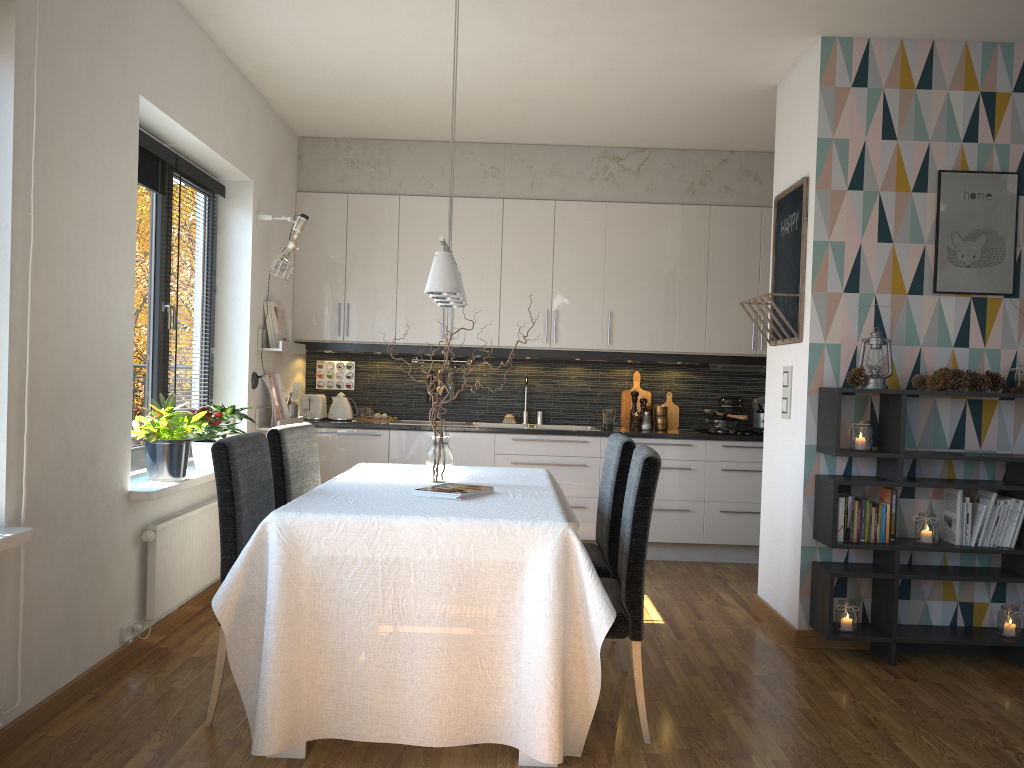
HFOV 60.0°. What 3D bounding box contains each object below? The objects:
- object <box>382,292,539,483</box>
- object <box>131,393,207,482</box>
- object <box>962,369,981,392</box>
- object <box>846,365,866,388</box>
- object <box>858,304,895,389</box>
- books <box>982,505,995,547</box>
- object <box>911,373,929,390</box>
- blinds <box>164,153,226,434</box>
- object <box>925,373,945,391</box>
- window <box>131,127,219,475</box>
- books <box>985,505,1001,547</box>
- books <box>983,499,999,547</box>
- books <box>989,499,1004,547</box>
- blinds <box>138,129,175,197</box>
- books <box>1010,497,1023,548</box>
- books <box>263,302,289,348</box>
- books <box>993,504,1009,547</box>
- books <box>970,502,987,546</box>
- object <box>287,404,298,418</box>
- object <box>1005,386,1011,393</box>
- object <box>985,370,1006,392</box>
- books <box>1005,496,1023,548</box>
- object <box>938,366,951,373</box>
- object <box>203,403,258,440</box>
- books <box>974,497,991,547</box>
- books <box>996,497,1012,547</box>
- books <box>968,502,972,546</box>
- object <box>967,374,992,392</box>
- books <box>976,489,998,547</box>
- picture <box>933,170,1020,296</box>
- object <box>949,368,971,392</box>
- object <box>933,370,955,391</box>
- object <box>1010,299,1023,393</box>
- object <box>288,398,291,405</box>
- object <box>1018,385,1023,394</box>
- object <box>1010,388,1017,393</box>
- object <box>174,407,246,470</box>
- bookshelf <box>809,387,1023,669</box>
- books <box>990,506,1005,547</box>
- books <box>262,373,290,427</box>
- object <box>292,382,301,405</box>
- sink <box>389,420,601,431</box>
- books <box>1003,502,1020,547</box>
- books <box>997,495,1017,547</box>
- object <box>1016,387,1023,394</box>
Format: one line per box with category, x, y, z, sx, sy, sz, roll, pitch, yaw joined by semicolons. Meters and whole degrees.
object;-0.243;0.010;3.614;0.615;0.785;0.403;1;1;-25
object;-1.533;0.231;3.931;0.299;0.385;0.333;2;1;15
object;2.064;-0.016;3.989;0.097;0.102;0.099;1;1;-30
object;1.514;-0.035;3.900;0.086;0.101;0.078;2;1;14
object;1.616;-0.170;3.928;0.154;0.383;0.163;2;1;16
books;2.090;0.623;3.951;0.058;0.185;0.119;2;1;0
object;1.821;-0.008;3.935;0.078;0.084;0.098;2;1;0
blinds;-1.672;-0.416;4.688;0.049;1.423;0.710;2;1;0
object;1.845;-0.008;3.868;0.082;0.085;0.082;2;1;15
window;-1.712;-0.371;4.303;0.119;1.588;1.561;2;1;0
books;2.112;0.624;3.944;0.058;0.185;0.119;2;1;0
books;2.105;0.611;3.962;0.067;0.210;0.135;2;1;0
books;2.125;0.613;3.950;0.063;0.207;0.118;2;1;0
blinds;-1.653;-1.007;3.930;0.049;0.229;0.710;2;0;0
books;2.221;0.615;3.941;0.067;0.210;0.135;2;1;0
books;-1.447;-0.354;5.522;0.109;0.299;0.364;2;1;0
books;2.144;0.622;3.952;0.063;0.192;0.124;2;1;0
books;2.051;0.622;3.946;0.058;0.184;0.119;2;1;0
object;-1.445;0.195;5.761;0.103;0.124;0.103;2;1;-2
object;2.229;0.027;3.978;0.035;0.035;0.030;2;1;-27
object;2.143;-0.014;3.939;0.092;0.100;0.083;2;1;25
books;2.209;0.614;3.954;0.067;0.210;0.135;2;1;0
object;1.948;-0.027;3.990;0.090;0.106;0.097;2;1;21
object;-1.559;0.260;4.813;0.354;0.316;0.292;2;1;-9
books;2.065;0.610;3.943;0.063;0.207;0.118;2;1;0
books;2.159;0.613;3.962;0.067;0.210;0.135;2;1;0
books;2.018;0.618;3.964;0.010;0.189;0.119;2;1;0
object;2.062;-0.002;3.921;0.106;0.086;0.091;2;1;14
books;2.085;0.595;3.950;0.081;0.242;0.130;2;1;0
picture;2.114;-0.687;4.037;0.365;0.559;0.014;2;1;0
object;1.971;-0.018;3.917;0.108;0.108;0.094;1;1;-32
object;1.898;-0.014;3.923;0.110;0.101;0.114;2;1;-18
object;2.428;-0.211;3.850;0.298;0.522;0.426;2;1;-3
object;-1.452;0.169;5.730;0.007;0.159;0.089;1;1;-40
object;2.254;0.024;3.922;0.038;0.043;0.039;2;1;36
object;2.224;0.031;3.936;0.026;0.027;0.030;2;1;32
object;-1.506;0.267;4.415;0.371;0.309;0.380;2;1;-25
bookshelf;1.978;0.634;3.951;1.189;1.201;0.237;2;1;0
books;2.131;0.624;3.946;0.058;0.184;0.119;2;1;0
books;-1.455;0.100;5.482;0.138;0.330;0.283;2;1;-2
object;-1.410;0.121;5.786;0.060;0.267;0.119;2;1;-9
sink;-0.116;0.368;6.174;1.421;0.168;0.475;2;0;0
books;2.193;0.619;3.958;0.067;0.200;0.129;2;1;0
books;2.177;0.609;3.961;0.077;0.217;0.134;2;1;0
object;2.235;0.028;3.896;0.035;0.035;0.030;2;1;-2
